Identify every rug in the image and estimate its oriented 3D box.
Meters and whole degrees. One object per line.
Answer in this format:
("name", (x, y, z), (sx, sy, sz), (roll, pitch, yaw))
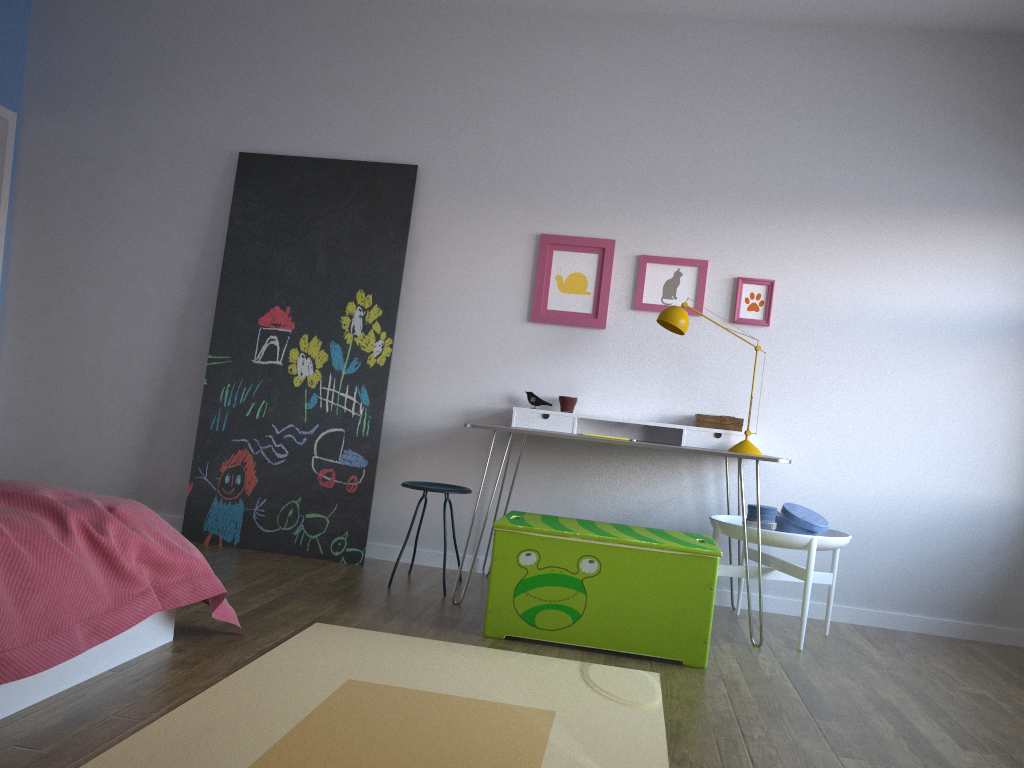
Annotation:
("rug", (-0.248, 0.851, 1.950), (1.199, 0.006, 2.203), (6, -2, 8))

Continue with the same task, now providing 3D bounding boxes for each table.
("table", (0.463, 0.628, 3.966), (1.334, 0.759, 0.808), (6, -1, 8))

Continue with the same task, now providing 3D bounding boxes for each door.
("door", (-3.342, -0.474, 4.342), (0.997, 2.130, 1.033), (6, 1, 8))

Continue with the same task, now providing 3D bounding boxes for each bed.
("bed", (-2.040, 0.257, 2.103), (2.315, 0.811, 1.928), (6, -2, 8))

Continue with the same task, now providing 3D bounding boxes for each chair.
("chair", (-0.366, 0.691, 4.027), (0.324, 0.462, 0.364), (6, 0, 8))

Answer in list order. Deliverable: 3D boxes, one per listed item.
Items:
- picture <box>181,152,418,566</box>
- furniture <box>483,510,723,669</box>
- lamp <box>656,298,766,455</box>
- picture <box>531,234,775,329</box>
("picture", (-1.071, -0.158, 4.463), (0.957, 2.020, 0.207), (6, 1, 8))
("furniture", (0.340, 0.759, 3.364), (0.812, 0.419, 0.481), (6, -1, 8))
("lamp", (0.898, -0.039, 3.980), (0.559, 0.666, 0.161), (6, 1, -8))
("picture", (0.687, -0.469, 4.335), (1.152, 0.440, 0.027), (6, 1, 8))
